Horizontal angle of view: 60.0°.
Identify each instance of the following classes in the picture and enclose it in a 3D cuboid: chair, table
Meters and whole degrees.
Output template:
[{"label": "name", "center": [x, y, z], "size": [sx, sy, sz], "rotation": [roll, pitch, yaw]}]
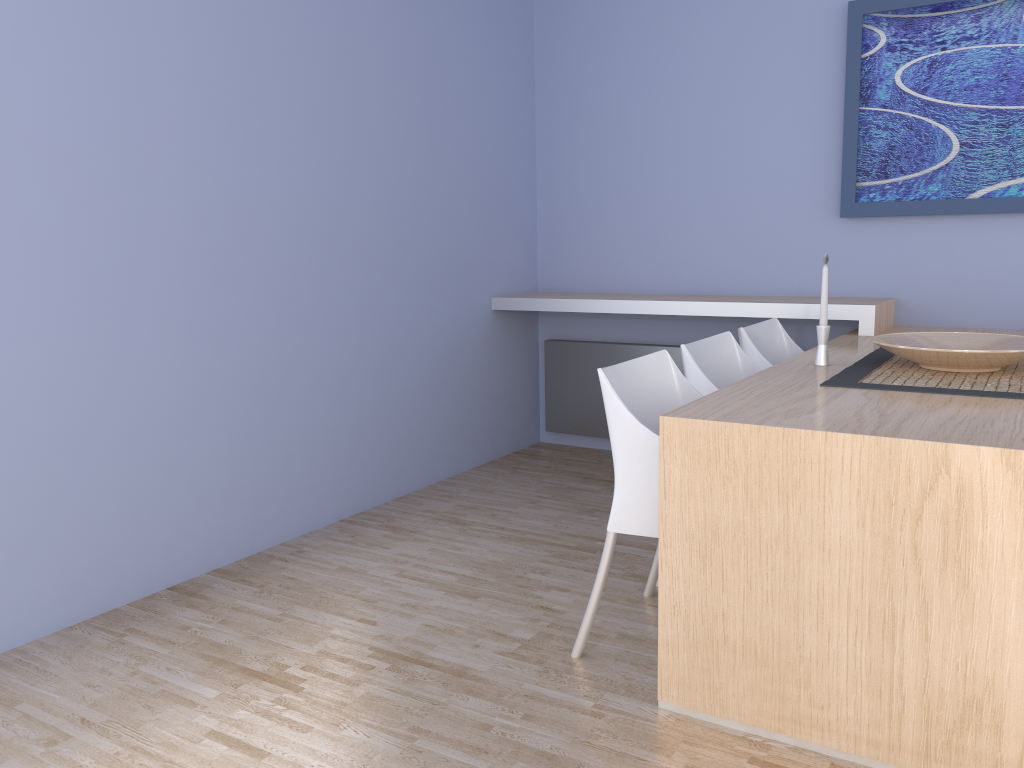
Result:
[{"label": "chair", "center": [0.488, 0.331, 2.436], "size": [0.486, 0.793, 0.510], "rotation": [5, 11, 32]}, {"label": "chair", "center": [1.102, 0.164, 3.392], "size": [0.486, 0.793, 0.510], "rotation": [5, 11, 32]}, {"label": "table", "center": [1.393, 0.292, 2.794], "size": [1.002, 0.718, 2.340], "rotation": [5, 11, 32]}, {"label": "chair", "center": [0.795, 0.247, 2.914], "size": [0.486, 0.793, 0.510], "rotation": [5, 11, 32]}]

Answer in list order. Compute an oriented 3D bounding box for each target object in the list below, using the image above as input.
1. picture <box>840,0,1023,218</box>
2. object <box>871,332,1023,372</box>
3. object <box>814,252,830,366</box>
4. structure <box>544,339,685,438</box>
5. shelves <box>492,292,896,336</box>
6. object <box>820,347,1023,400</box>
[{"label": "picture", "center": [1.976, -1.137, 3.518], "size": [1.252, 0.901, 0.049], "rotation": [5, 11, 32]}, {"label": "object", "center": [1.334, -0.090, 2.640], "size": [0.493, 0.081, 0.493], "rotation": [-8, 12, -38]}, {"label": "object", "center": [0.965, -0.232, 2.743], "size": [0.045, 0.349, 0.045], "rotation": [-4, 10, -16]}, {"label": "structure", "center": [1.819, 0.140, 3.840], "size": [3.843, 0.503, 0.064], "rotation": [5, 11, 32]}, {"label": "shelves", "center": [1.665, 0.077, 3.712], "size": [3.901, 0.840, 0.463], "rotation": [5, 11, 32]}, {"label": "object", "center": [1.337, -0.048, 2.643], "size": [0.594, 0.005, 0.986], "rotation": [5, 11, 32]}]
